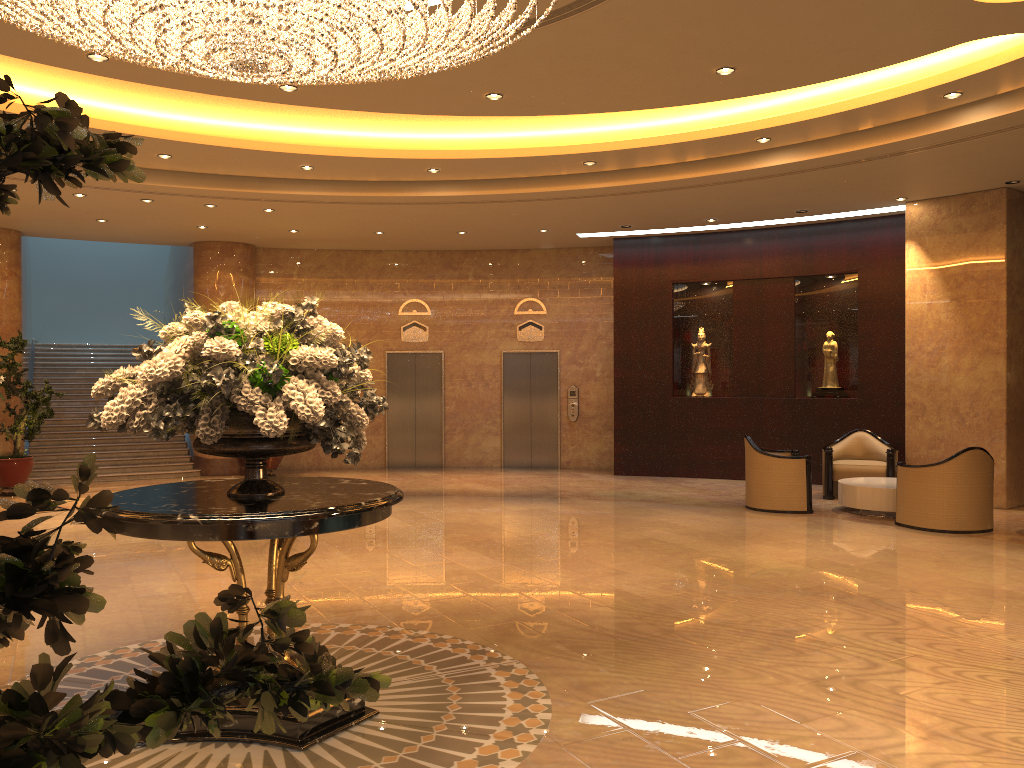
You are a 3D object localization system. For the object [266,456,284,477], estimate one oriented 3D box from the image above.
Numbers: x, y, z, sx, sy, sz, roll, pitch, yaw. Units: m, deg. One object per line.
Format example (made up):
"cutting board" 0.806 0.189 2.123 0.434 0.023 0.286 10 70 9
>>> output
"object" -4.087 0.378 14.849 1.250 2.363 0.843 0 0 -5

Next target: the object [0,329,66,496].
"object" -7.113 0.408 12.829 1.250 2.363 0.843 0 1 44

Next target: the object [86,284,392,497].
"object" -1.317 0.048 4.439 1.318 0.999 1.277 0 0 4

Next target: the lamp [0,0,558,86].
"lamp" -1.335 -2.199 4.500 3.204 1.196 3.206 0 1 10

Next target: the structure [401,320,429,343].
"structure" -1.776 -0.960 16.205 0.504 0.405 0.012 0 0 -2

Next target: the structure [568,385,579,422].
"structure" 1.097 0.352 15.923 0.200 0.661 0.053 0 1 13

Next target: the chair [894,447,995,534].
"chair" 4.781 1.113 9.663 0.951 0.916 0.769 0 1 -12

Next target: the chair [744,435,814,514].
"chair" 3.322 1.105 11.165 0.769 0.916 0.951 0 0 8

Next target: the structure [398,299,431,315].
"structure" -1.778 -1.407 16.200 0.600 0.293 0.010 0 0 -2

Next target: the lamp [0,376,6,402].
"lamp" -6.857 0.223 11.406 0.532 0.897 0.606 0 1 42

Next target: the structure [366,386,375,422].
"structure" -2.590 0.365 16.140 0.200 0.661 0.053 0 0 -5

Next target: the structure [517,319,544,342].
"structure" 0.336 -0.967 16.075 0.504 0.405 0.012 0 0 9

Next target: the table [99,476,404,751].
"table" -1.295 1.090 4.479 1.493 1.089 1.493 -1 1 -33

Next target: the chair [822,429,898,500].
"chair" 4.736 1.092 12.063 0.951 0.916 0.769 0 1 23

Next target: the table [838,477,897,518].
"table" 4.619 1.383 10.833 1.196 0.354 1.196 0 0 0

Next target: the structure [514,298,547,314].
"structure" 0.333 -1.414 16.070 0.600 0.293 0.010 0 0 9

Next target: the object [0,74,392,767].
"object" -0.093 0.490 0.048 1.250 2.363 0.843 0 1 44

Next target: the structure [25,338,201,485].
"structure" -7.998 -1.230 17.443 9.849 5.560 7.472 0 1 -27

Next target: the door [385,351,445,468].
"door" -1.774 0.466 16.259 1.070 2.145 0.150 0 0 -2

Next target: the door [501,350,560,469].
"door" 0.347 0.461 16.138 1.070 2.149 0.150 0 0 9
